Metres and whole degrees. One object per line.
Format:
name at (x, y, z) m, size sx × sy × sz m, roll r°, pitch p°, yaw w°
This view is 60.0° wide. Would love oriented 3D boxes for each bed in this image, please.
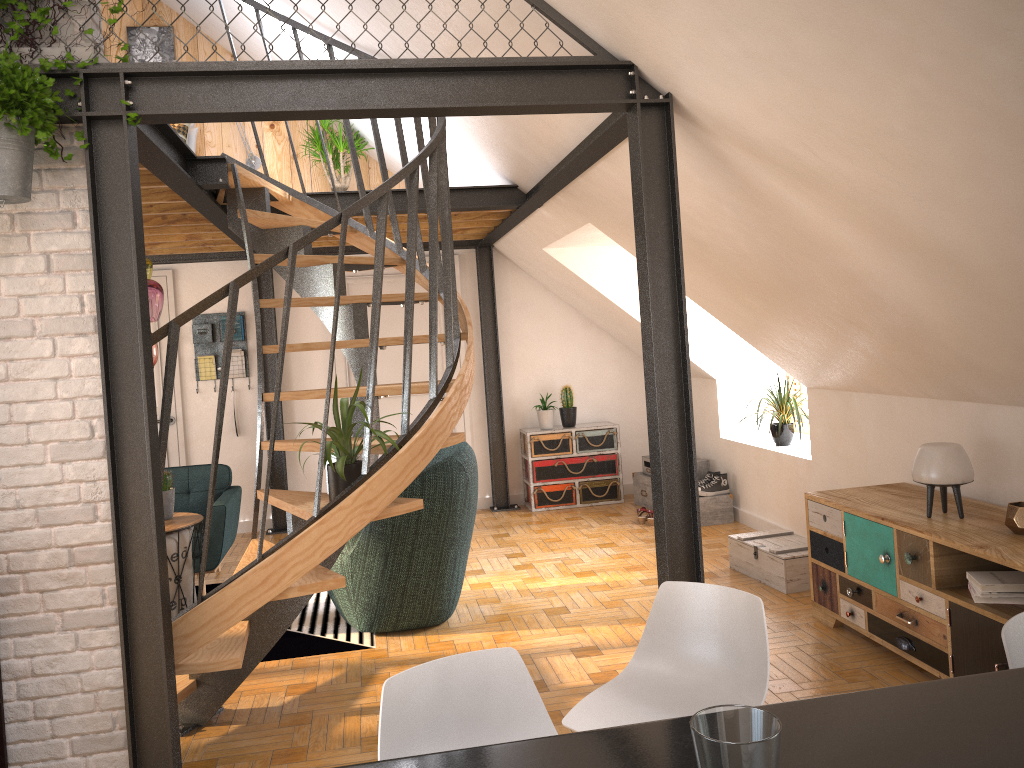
bed at (-3.182, -1.612, 6.322) m, size 2.123 × 1.021 × 2.291 m, roll -4°, pitch 3°, yaw -9°

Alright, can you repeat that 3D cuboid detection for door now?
door at (-0.990, 0.033, 7.848) m, size 1.201 × 2.299 × 0.088 m, roll -4°, pitch 1°, yaw -10°
door at (-3.404, 0.219, 7.440) m, size 1.201 × 2.299 × 0.088 m, roll -4°, pitch 1°, yaw -10°

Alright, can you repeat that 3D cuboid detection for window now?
window at (-1.383, -0.747, 2.632) m, size 8.634 × 4.463 × 7.789 m, roll -4°, pitch 2°, yaw -9°

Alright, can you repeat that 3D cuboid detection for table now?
table at (-2.092, 1.064, 5.040) m, size 0.680 × 0.685 × 0.682 m, roll -3°, pitch 2°, yaw 30°

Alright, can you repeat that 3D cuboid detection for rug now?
rug at (-2.553, 1.441, 5.041) m, size 3.502 × 0.010 × 1.701 m, roll -4°, pitch 3°, yaw -10°

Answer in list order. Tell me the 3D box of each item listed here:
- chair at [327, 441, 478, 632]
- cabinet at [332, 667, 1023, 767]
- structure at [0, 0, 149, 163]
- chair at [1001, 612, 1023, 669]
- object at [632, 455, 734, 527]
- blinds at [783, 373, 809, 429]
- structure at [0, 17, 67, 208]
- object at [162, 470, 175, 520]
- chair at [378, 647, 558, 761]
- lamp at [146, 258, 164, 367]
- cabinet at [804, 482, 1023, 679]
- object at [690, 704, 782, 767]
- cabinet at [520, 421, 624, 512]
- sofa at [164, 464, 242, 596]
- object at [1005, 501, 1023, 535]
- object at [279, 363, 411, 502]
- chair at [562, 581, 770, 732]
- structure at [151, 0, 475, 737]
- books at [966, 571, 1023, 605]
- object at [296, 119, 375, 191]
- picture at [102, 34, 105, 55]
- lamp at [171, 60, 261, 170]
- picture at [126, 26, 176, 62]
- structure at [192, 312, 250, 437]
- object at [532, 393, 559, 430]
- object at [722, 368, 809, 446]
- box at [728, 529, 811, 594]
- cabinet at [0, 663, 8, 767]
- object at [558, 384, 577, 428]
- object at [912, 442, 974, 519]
chair at (-0.626, 0.833, 4.974) m, size 0.902 × 0.964 × 0.897 m, roll -5°, pitch 2°, yaw -24°
cabinet at (0.863, 0.847, 0.970) m, size 2.438 × 1.135 × 1.000 m, roll -4°, pitch 2°, yaw -10°
structure at (-1.615, -1.663, 2.978) m, size 1.306 × 1.869 × 0.458 m, roll -4°, pitch 1°, yaw -13°
chair at (1.223, 0.919, 1.703) m, size 0.404 × 0.866 × 0.429 m, roll -5°, pitch 1°, yaw -36°
object at (1.271, 0.848, 7.265) m, size 0.697 × 0.429 × 1.156 m, roll -4°, pitch 3°, yaw -10°
blinds at (2.276, -0.390, 6.439) m, size 0.070 × 1.484 × 1.431 m, roll -4°, pitch 2°, yaw -9°
structure at (-1.641, -0.883, 2.799) m, size 0.437 × 0.652 × 0.424 m, roll -3°, pitch 1°, yaw 21°
object at (-2.047, 0.642, 5.161) m, size 0.190 × 0.295 × 0.173 m, roll -5°, pitch 1°, yaw -35°
chair at (-0.009, 1.005, 1.667) m, size 0.404 × 0.866 × 0.429 m, roll -4°, pitch 1°, yaw -29°
lamp at (-2.341, -0.577, 5.120) m, size 0.490 × 1.013 × 0.619 m, roll -3°, pitch 1°, yaw 31°
cabinet at (1.919, 0.885, 3.700) m, size 0.597 × 0.633 × 1.759 m, roll -4°, pitch 3°, yaw -9°
object at (0.263, 0.463, 1.027) m, size 0.103 × 0.140 × 0.103 m, roll -4°, pitch 1°, yaw -19°
cabinet at (0.533, 0.729, 7.927) m, size 0.834 × 0.695 × 0.379 m, roll -4°, pitch 1°, yaw -10°
sofa at (-2.851, 1.022, 5.895) m, size 1.974 × 0.782 × 0.825 m, roll -4°, pitch 2°, yaw -10°
object at (1.973, 0.529, 3.288) m, size 0.148 × 0.113 × 0.426 m, roll -4°, pitch 3°, yaw 6°
object at (-0.716, 0.202, 3.668) m, size 0.528 × 0.591 × 0.457 m, roll -5°, pitch 2°, yaw -22°
chair at (0.393, 0.957, 2.087) m, size 0.430 × 0.871 × 0.403 m, roll -5°, pitch 1°, yaw -42°
structure at (-1.024, -0.511, 4.257) m, size 1.627 × 3.816 × 2.251 m, roll -4°, pitch 1°, yaw 5°
books at (1.897, 0.770, 3.351) m, size 0.306 × 0.073 × 0.211 m, roll -3°, pitch 3°, yaw 15°
object at (-1.465, -1.782, 7.318) m, size 0.732 × 1.048 × 0.791 m, roll -3°, pitch 2°, yaw 30°
picture at (-3.616, -2.640, 7.393) m, size 0.421 × 0.554 × 0.017 m, roll -4°, pitch 1°, yaw -10°
lamp at (-2.512, -2.217, 7.365) m, size 0.194 × 0.813 × 0.852 m, roll -3°, pitch 2°, yaw 37°
picture at (-3.044, -2.771, 7.490) m, size 0.381 × 0.506 × 0.011 m, roll -4°, pitch 1°, yaw -10°
structure at (-2.484, -0.072, 7.590) m, size 0.442 × 1.076 × 0.099 m, roll -4°, pitch 1°, yaw -10°
object at (0.291, 0.236, 7.837) m, size 0.234 × 0.329 × 0.214 m, roll -4°, pitch 1°, yaw -4°
object at (1.972, 0.146, 6.418) m, size 1.017 × 0.583 × 0.923 m, roll -4°, pitch 2°, yaw 9°
box at (1.596, 1.034, 5.265) m, size 0.376 × 0.218 × 0.642 m, roll -4°, pitch 3°, yaw -14°
cabinet at (-2.276, 1.063, 2.612) m, size 1.265 × 0.963 × 0.456 m, roll -4°, pitch 1°, yaw -10°
object at (0.492, 0.184, 7.896) m, size 0.169 × 0.401 × 0.168 m, roll -3°, pitch 1°, yaw 42°
object at (1.844, 0.413, 3.791) m, size 0.240 × 0.313 × 0.241 m, roll -4°, pitch 1°, yaw 1°
